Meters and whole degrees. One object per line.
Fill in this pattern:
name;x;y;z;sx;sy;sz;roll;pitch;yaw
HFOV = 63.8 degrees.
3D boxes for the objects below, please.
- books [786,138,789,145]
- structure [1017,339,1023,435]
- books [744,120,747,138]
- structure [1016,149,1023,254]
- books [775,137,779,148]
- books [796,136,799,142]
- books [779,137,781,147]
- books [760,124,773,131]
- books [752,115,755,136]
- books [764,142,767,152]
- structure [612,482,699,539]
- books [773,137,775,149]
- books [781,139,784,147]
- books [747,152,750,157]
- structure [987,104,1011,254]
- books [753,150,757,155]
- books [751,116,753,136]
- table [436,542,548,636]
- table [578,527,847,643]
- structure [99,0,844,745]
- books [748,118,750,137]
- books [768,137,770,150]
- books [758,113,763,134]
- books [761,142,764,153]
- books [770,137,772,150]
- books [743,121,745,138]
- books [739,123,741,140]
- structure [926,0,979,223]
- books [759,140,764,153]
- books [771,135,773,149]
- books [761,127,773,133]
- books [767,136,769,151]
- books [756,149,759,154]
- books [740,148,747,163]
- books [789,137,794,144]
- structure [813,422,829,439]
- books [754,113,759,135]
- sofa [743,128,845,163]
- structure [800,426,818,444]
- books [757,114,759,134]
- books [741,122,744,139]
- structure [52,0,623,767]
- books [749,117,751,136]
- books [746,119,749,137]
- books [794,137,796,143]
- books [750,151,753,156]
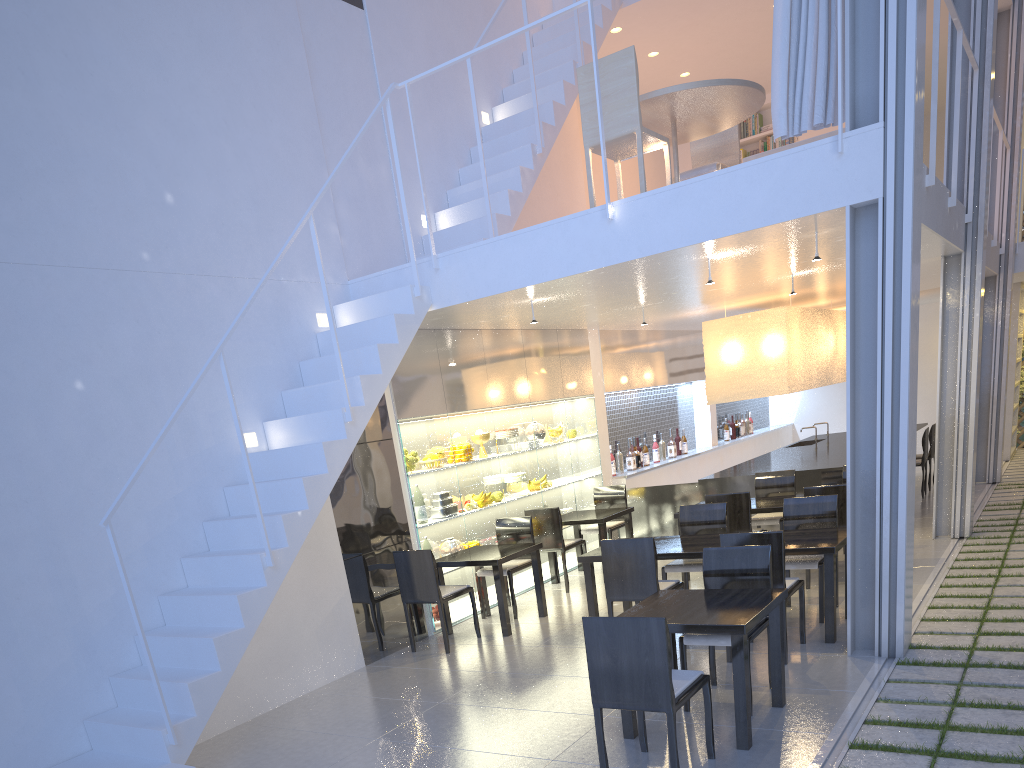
books;0.733;-0.643;4.525;3.431;1.780;0.036;-10;14;-43
structure;4.459;-0.538;6.338;1.141;2.143;0.267;0;18;31
books;1.577;-1.716;5.520;0.010;0.151;0.082;5;18;34
structure;3.218;-0.422;4.057;1.188;2.105;1.812;-1;11;27
books;0.728;-0.643;4.532;0.033;1.775;3.399;10;14;43
books;0.774;-0.651;4.508;3.426;1.779;0.037;-10;15;-42
books;0.729;-0.663;4.533;0.028;1.741;3.391;10;14;44
books;1.706;-1.700;5.457;0.095;0.022;0.059;-9;0;39
books;1.625;-1.716;5.490;0.015;0.133;0.086;5;16;34
books;0.690;-0.620;4.592;0.029;1.803;3.344;9;14;43
structure;0.828;0.775;4.775;0.560;0.395;0.011;-6;16;32
books;1.756;-1.562;5.476;0.008;0.144;0.088;5;17;34
books;0.722;-0.642;4.552;3.393;1.838;0.029;-10;15;-43
books;1.612;-1.518;5.596;0.040;0.109;0.058;3;16;33
structure;2.425;-1.022;4.152;0.027;0.596;1.596;5;8;34
books;1.648;-1.524;5.572;0.040;0.109;0.058;3;16;33
books;1.613;-1.719;5.494;0.008;0.144;0.088;5;17;34
table;-0.091;0.884;3.545;0.360;0.356;0.327;-3;10;33
table;0.742;0.737;3.001;0.923;0.352;0.327;-8;7;33
structure;-0.063;-0.112;2.029;1.365;1.921;1.335;-1;13;33
books;1.600;-1.714;5.504;0.005;0.138;0.088;5;17;34
books;0.716;-0.636;4.574;0.023;1.828;3.335;9;14;43
books;1.658;-1.723;5.479;0.006;0.138;0.066;5;18;34
books;0.667;-0.634;4.552;0.120;1.773;3.416;9;13;42
books;0.709;-0.633;4.578;0.023;1.824;3.345;10;14;43
books;1.574;-1.704;5.531;0.006;0.129;0.075;5;17;34
books;1.549;-1.703;5.542;0.015;0.136;0.082;5;17;34
structure;1.437;-0.931;2.731;0.027;0.596;1.594;5;8;34
books;1.683;-1.552;5.531;0.015;0.153;0.073;5;18;34
books;0.719;-0.637;4.572;0.022;1.829;3.342;10;14;43
books;1.709;-1.677;5.469;0.095;0.022;0.059;-9;0;33
books;1.722;-1.565;5.501;0.011;0.164;0.076;5;18;34
books;1.666;-1.527;5.559;0.040;0.109;0.058;3;16;33
books;0.605;-0.607;4.627;0.029;1.802;3.352;8;12;41
books;0.757;-0.652;4.529;3.402;1.769;0.044;-10;15;-43
structure;2.228;0.342;5.939;0.113;0.133;0.031;-2;17;31
books;1.637;-1.720;5.480;0.015;0.138;0.088;5;17;34
sofa;1.486;-0.847;3.853;0.502;0.394;0.923;-4;3;34
structure;2.047;0.359;5.679;0.113;0.133;0.031;-2;17;31
books;1.648;-1.718;5.477;0.006;0.130;0.083;5;17;34
books;1.560;-1.719;5.529;0.015;0.164;0.080;5;18;34
structure;0.098;-0.732;2.504;1.720;3.560;3.403;2;12;34
books;1.606;-1.723;5.499;0.009;0.156;0.083;5;18;34
books;1.592;-1.708;5.516;0.018;0.130;0.079;5;17;34
books;0.757;-0.637;4.523;3.427;1.807;0.035;-10;15;-42
books;1.629;-1.521;5.582;0.040;0.109;0.058;3;16;33
